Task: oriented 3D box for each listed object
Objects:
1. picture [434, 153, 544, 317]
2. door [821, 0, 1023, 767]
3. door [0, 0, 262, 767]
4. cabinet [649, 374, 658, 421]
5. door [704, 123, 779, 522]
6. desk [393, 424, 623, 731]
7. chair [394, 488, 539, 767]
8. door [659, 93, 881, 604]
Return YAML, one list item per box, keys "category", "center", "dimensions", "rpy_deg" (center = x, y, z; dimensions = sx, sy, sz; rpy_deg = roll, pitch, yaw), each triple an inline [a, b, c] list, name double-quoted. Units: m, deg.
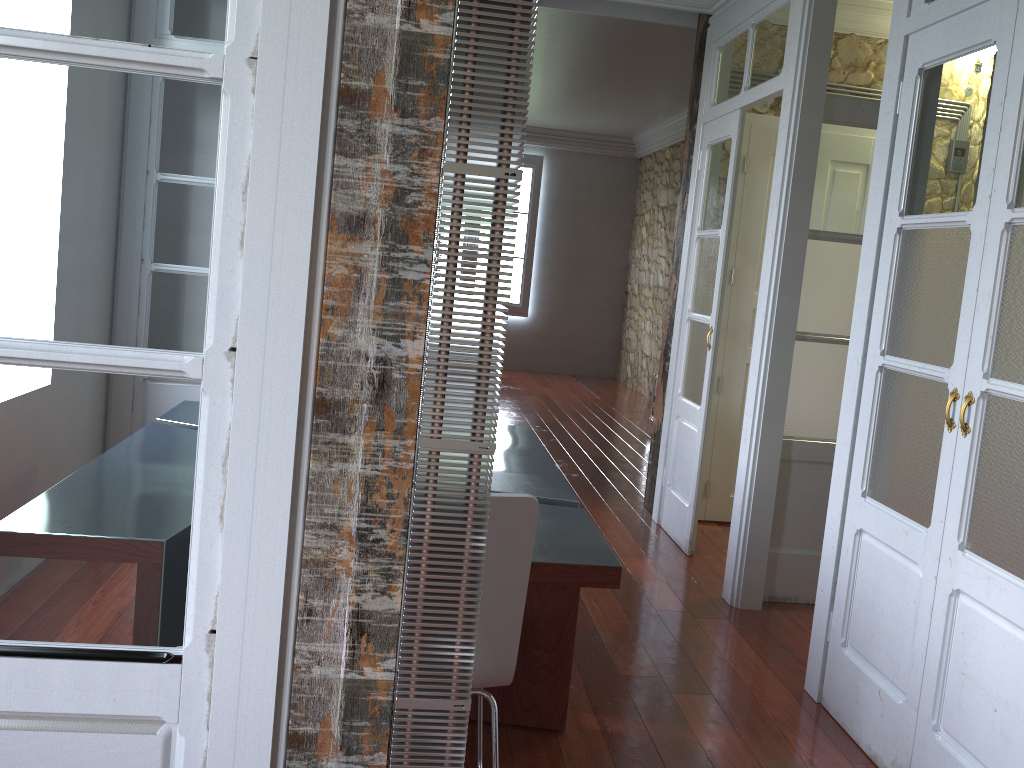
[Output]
- category: "picture"
  center: [-0.486, -1.870, 10.810]
  dimensions: [1.579, 1.979, 0.128]
  rpy_deg: [5, 5, -7]
- category: "door"
  center: [1.206, 0.063, 2.346]
  dimensions: [0.041, 2.169, 1.063]
  rpy_deg: [5, 5, -7]
- category: "door"
  center: [-0.929, 0.007, 1.255]
  dimensions: [1.159, 2.171, 0.041]
  rpy_deg: [5, 5, -7]
- category: "cabinet"
  center: [1.524, 0.290, 7.015]
  dimensions: [0.488, 0.508, 1.432]
  rpy_deg: [5, 8, -7]
- category: "door"
  center: [1.610, -0.294, 4.978]
  dimensions: [0.868, 2.208, 0.146]
  rpy_deg: [5, 5, -7]
- category: "desk"
  center: [-0.575, 0.576, 2.920]
  dimensions: [1.444, 0.651, 1.723]
  rpy_deg: [5, 8, -7]
- category: "chair"
  center: [-0.233, 0.609, 2.000]
  dimensions: [0.475, 0.915, 0.605]
  rpy_deg: [5, 6, -7]
- category: "door"
  center: [1.043, -0.207, 4.181]
  dimensions: [0.481, 2.172, 1.195]
  rpy_deg: [2, 6, -33]
